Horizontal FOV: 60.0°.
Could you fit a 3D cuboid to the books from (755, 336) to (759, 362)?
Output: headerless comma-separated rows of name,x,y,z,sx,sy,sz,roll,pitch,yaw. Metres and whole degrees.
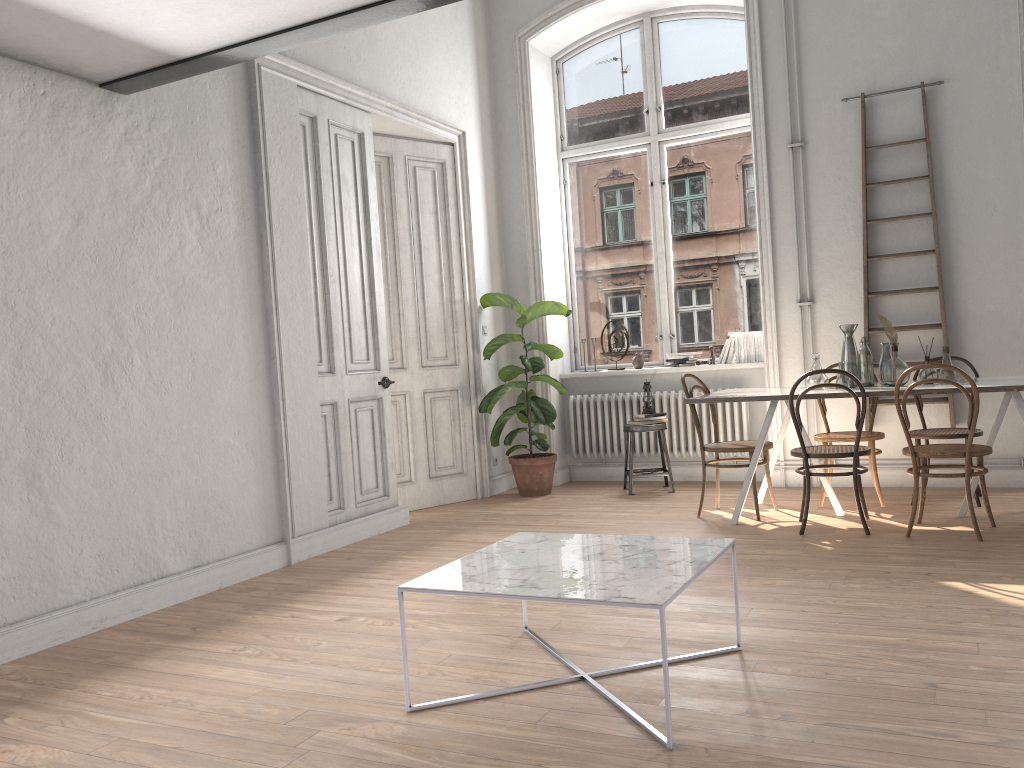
books,1.963,-0.279,7.063,0.020,0.205,0.155,-3,2,27

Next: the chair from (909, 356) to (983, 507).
chair,2.778,0.287,5.680,0.438,0.921,0.549,-3,2,34

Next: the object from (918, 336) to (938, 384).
object,2.438,-0.143,5.204,0.107,0.283,0.106,-3,2,22

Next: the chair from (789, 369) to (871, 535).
chair,1.803,0.366,5.035,0.438,0.921,0.549,-3,2,22

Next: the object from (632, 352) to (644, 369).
object,1.064,-0.198,7.488,0.100,0.142,0.102,-4,2,2

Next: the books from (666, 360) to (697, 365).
books,1.404,-0.179,7.335,0.155,0.022,0.205,-5,2,-43

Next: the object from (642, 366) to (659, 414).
object,1.083,0.040,6.930,0.163,0.383,0.154,-4,2,0

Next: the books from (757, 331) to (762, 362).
books,1.991,-0.300,7.070,0.024,0.243,0.175,-3,2,27

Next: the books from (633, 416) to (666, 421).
books,1.074,0.267,6.916,0.232,0.029,0.162,-4,1,-2

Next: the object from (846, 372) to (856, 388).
object,2.033,-0.024,5.320,0.058,0.094,0.058,-5,2,-35

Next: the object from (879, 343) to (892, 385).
object,2.274,-0.122,5.381,0.098,0.255,0.100,-4,2,4

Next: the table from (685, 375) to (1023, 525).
table,2.280,0.399,5.281,2.200,0.780,1.100,-3,2,27

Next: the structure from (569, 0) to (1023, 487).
structure,2.668,-1.502,6.354,5.183,4.475,0.340,-3,2,27

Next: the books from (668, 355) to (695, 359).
books,1.399,-0.221,7.319,0.205,0.020,0.155,-3,1,17

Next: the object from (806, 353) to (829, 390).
object,1.846,-0.076,5.375,0.132,0.219,0.132,-3,2,16

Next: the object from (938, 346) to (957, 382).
object,2.564,-0.116,5.227,0.101,0.212,0.101,-5,2,-24

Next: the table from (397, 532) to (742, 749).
table,0.227,0.779,2.932,0.849,0.392,0.849,-3,2,27

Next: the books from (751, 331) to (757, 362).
books,1.941,-0.297,7.071,0.019,0.244,0.174,-3,2,27

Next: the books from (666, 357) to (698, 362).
books,1.404,-0.201,7.332,0.221,0.023,0.147,-3,2,43

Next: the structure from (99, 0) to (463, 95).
structure,-0.166,-2.013,0.992,5.928,1.213,4.156,-3,1,27

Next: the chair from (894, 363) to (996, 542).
chair,2.308,0.340,4.738,0.438,0.921,0.549,-2,2,38

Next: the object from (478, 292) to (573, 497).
object,2.273,-0.144,5.730,5.828,1.843,0.791,-3,2,32

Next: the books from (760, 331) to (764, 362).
books,2.005,-0.300,7.041,0.024,0.243,0.175,-3,2,27

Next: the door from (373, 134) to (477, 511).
door,-0.763,-0.455,6.712,1.096,2.815,0.216,-5,2,-38

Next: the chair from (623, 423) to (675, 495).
chair,1.051,0.570,6.906,0.364,0.523,0.360,-4,2,0

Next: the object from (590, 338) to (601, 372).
object,0.711,-0.251,7.644,0.095,0.289,0.095,-5,2,-41

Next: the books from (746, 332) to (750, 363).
books,1.910,-0.296,7.106,0.019,0.244,0.174,-3,2,27

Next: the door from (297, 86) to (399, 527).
door,-1.137,-0.405,5.600,0.216,2.815,1.096,-3,2,28

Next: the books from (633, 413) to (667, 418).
books,1.074,0.245,6.915,0.221,0.027,0.147,-5,2,-31

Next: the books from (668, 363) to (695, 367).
books,1.402,-0.157,7.341,0.147,0.023,0.221,-4,1,-14

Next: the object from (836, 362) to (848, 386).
object,2.019,-0.057,5.431,0.083,0.158,0.083,-3,2,23

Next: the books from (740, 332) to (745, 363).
books,1.861,-0.292,7.102,0.024,0.243,0.175,-3,2,27

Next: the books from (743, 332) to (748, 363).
books,1.885,-0.294,7.100,0.019,0.244,0.174,-3,2,27

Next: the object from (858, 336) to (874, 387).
object,2.139,-0.136,5.367,0.086,0.301,0.086,-3,2,13

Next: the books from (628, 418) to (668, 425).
books,1.063,0.294,6.920,0.246,0.034,0.194,-4,1,-23

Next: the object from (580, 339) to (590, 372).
object,0.633,-0.248,7.748,0.095,0.289,0.095,-5,2,-32

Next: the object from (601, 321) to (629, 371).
object,0.885,-0.329,7.574,0.087,0.425,0.347,-5,2,-31

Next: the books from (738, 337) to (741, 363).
books,1.848,-0.273,7.121,0.020,0.205,0.155,-3,2,27

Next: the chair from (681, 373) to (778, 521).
chair,1.396,0.378,5.700,0.549,0.921,0.437,-3,2,35

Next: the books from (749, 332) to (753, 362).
books,1.932,-0.297,7.101,0.024,0.243,0.175,-3,2,27

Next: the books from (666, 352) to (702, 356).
books,1.424,-0.249,7.328,0.244,0.019,0.174,-3,2,37

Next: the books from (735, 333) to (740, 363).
books,1.832,-0.292,7.151,0.024,0.243,0.175,-3,2,27

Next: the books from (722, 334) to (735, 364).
books,1.758,-0.284,7.164,0.100,0.235,0.174,-3,2,27

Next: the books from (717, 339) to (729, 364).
books,1.726,-0.263,7.187,0.105,0.194,0.155,-3,2,26

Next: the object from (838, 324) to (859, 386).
object,2.099,-0.178,5.510,0.116,0.383,0.116,-2,2,38

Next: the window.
window,1.248,-1.612,7.521,1.623,2.844,0.013,-3,2,27

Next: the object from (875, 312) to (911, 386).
object,2.247,-0.212,5.208,0.157,0.446,0.157,-2,2,45

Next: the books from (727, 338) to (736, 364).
books,1.782,-0.269,7.155,0.072,0.203,0.155,-3,2,27

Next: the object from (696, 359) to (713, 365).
object,1.570,-0.179,7.256,0.153,0.048,0.088,-4,2,-23

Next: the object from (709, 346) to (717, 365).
object,1.618,-0.232,7.166,0.048,0.153,0.088,-4,2,-3

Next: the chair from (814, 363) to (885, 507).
chair,2.232,0.319,5.869,0.438,0.921,0.549,-3,2,25
